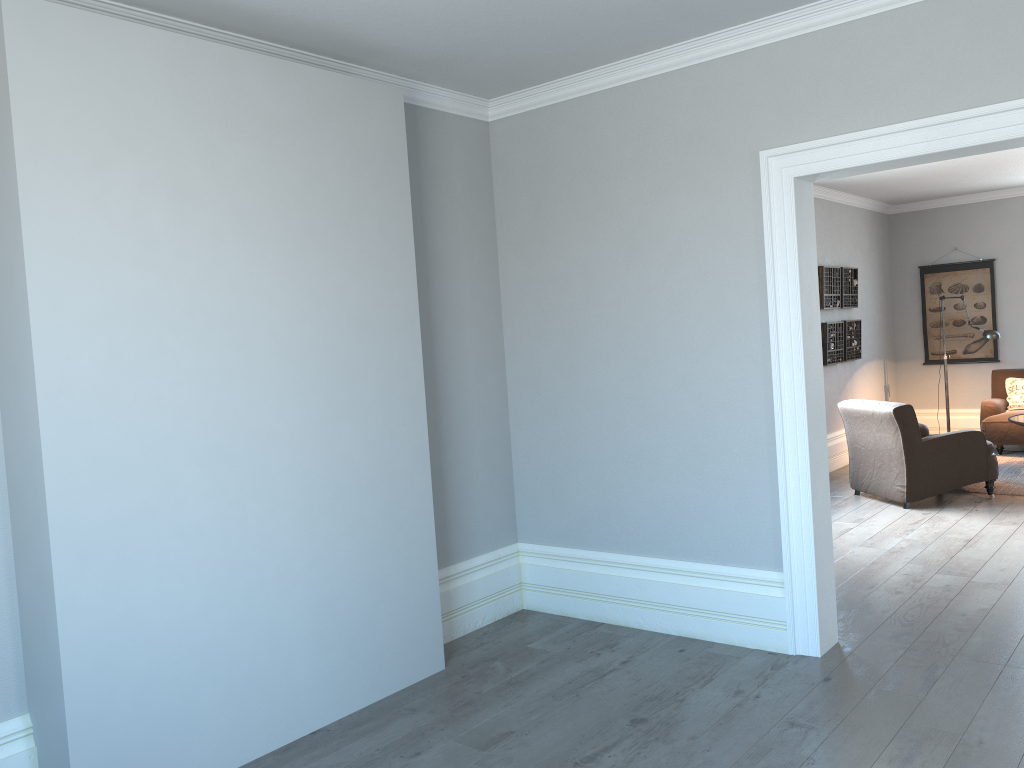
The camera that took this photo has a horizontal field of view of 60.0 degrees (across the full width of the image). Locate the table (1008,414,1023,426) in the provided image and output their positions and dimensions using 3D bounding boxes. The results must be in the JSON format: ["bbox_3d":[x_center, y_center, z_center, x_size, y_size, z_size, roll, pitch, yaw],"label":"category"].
[{"bbox_3d":[4.943,0.528,7.486,1.299,0.503,1.300,-2,3,32],"label":"table"}]

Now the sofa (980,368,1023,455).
[{"bbox_3d":[5.710,0.259,8.427,2.165,0.824,0.969,-2,3,39],"label":"sofa"}]

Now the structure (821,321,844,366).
[{"bbox_3d":[3.150,-0.401,8.697,0.086,0.416,0.468,-2,3,39],"label":"structure"}]

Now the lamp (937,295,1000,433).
[{"bbox_3d":[4.549,-0.107,9.380,0.797,1.644,1.864,-4,3,-13],"label":"lamp"}]

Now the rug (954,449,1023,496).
[{"bbox_3d":[5.002,0.719,7.504,2.818,0.090,2.401,-2,3,40],"label":"rug"}]

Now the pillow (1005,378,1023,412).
[{"bbox_3d":[5.249,0.099,8.926,0.519,0.368,0.240,-2,3,39],"label":"pillow"}]

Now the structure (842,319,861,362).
[{"bbox_3d":[3.494,-0.452,9.122,0.086,0.416,0.468,-2,3,39],"label":"structure"}]

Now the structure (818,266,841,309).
[{"bbox_3d":[3.097,-0.940,8.679,0.099,0.416,0.468,-2,3,39],"label":"structure"}]

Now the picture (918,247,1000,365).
[{"bbox_3d":[5.013,-0.883,9.967,0.793,1.313,0.057,-2,3,39],"label":"picture"}]

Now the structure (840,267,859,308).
[{"bbox_3d":[3.452,-0.985,9.079,0.105,0.416,0.468,-2,3,39],"label":"structure"}]

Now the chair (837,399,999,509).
[{"bbox_3d":[3.263,0.504,7.086,0.970,0.795,0.807,-4,2,-10],"label":"chair"}]
